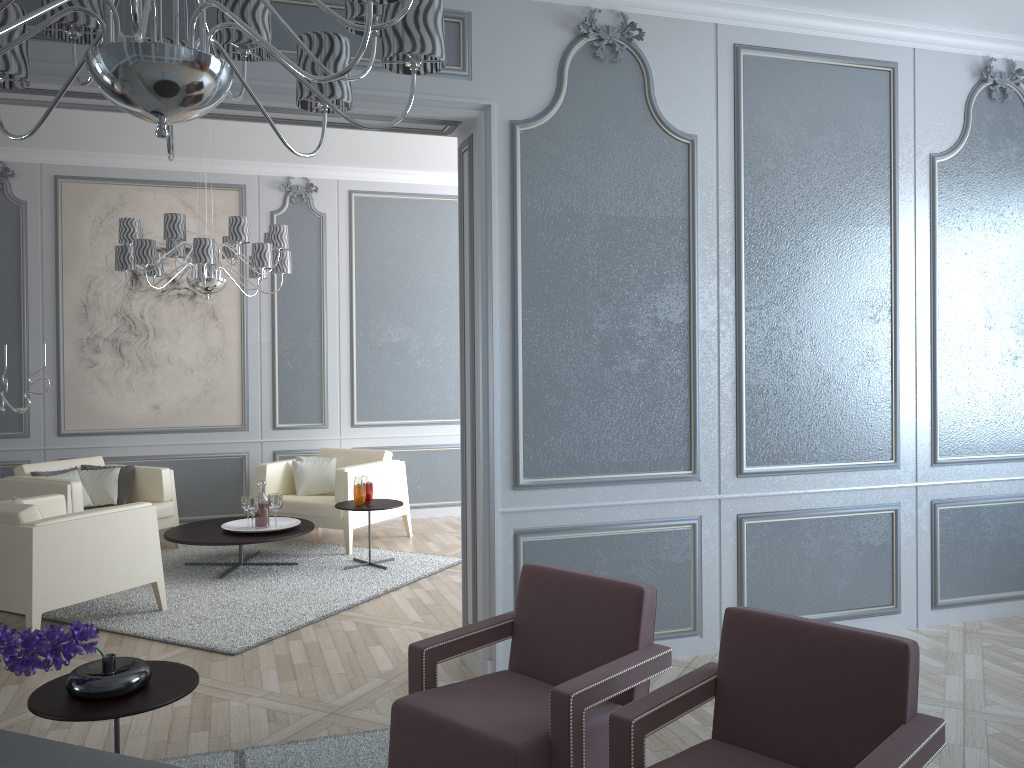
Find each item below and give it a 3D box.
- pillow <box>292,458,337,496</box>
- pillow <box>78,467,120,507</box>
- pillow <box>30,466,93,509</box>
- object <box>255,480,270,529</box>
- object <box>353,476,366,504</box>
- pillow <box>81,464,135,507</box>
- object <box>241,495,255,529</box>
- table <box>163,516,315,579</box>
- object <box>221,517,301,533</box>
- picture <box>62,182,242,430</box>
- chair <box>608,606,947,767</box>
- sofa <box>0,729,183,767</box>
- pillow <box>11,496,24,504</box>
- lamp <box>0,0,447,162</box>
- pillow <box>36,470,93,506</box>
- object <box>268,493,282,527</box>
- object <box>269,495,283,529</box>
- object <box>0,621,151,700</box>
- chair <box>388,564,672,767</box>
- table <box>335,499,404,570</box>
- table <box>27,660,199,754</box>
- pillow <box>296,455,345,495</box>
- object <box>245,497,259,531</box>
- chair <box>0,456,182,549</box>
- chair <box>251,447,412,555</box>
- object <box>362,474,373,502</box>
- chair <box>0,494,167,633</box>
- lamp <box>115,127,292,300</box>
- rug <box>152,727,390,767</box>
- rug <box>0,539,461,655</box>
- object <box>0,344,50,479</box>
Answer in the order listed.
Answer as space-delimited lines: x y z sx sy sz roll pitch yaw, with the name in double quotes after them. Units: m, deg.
-1.377 0.655 6.234 0.312 0.245 0.163 -1 1 -24 "pillow"
-2.734 0.678 5.800 0.312 0.245 0.163 -1 1 -14 "pillow"
-2.883 0.683 5.674 0.184 0.276 0.351 0 1 28 "pillow"
-1.527 0.732 5.419 0.086 0.290 0.086 0 1 3 "object"
-0.927 0.647 5.393 0.075 0.165 0.075 -1 1 -29 "object"
-2.703 0.676 5.883 0.351 0.276 0.184 -1 1 -2 "pillow"
-1.613 0.780 5.418 0.080 0.196 0.080 -1 1 -35 "object"
-1.658 1.001 5.426 0.882 0.239 0.882 -1 1 -20 "table"
-1.528 0.866 5.408 0.468 0.028 0.468 -1 1 -5 "object"
-2.600 -0.558 6.451 1.199 1.751 0.001 -1 1 -18 "picture"
0.538 0.872 1.894 0.576 0.620 0.606 0 1 42 "chair"
-1.478 0.886 1.060 0.810 0.668 2.205 0 1 22 "sofa"
-2.410 0.713 4.351 0.182 0.285 0.360 -1 1 -12 "pillow"
-0.602 -0.974 1.492 0.976 1.119 0.976 -1 1 -30 "lamp"
-2.827 0.684 5.606 0.163 0.245 0.312 0 1 16 "pillow"
-1.462 0.777 5.476 0.080 0.196 0.080 -1 1 -35 "object"
-1.436 0.779 5.397 0.080 0.196 0.080 -1 1 -35 "object"
-1.135 0.692 2.253 0.206 0.221 0.425 0 1 42 "object"
0.038 0.864 2.386 0.576 0.620 0.606 0 1 42 "chair"
-0.867 0.921 5.401 0.414 0.385 0.414 0 1 30 "table"
-1.044 0.991 2.346 0.414 0.385 0.414 -1 1 -30 "table"
-1.361 0.653 6.321 0.351 0.276 0.184 -1 1 -12 "pillow"
-1.561 0.781 5.334 0.080 0.196 0.080 -1 1 -15 "object"
-2.731 0.812 5.729 0.737 0.620 0.855 0 1 27 "chair"
-1.262 0.786 6.204 0.855 0.620 0.737 0 1 27 "chair"
-0.896 0.645 5.474 0.075 0.165 0.075 0 1 31 "object"
-2.277 0.843 4.328 0.855 0.620 0.737 0 1 27 "chair"
-1.824 -1.059 5.269 0.976 1.119 0.976 -1 1 -30 "lamp"
-0.380 1.208 1.320 2.018 0.010 3.204 -1 2 -18 "rug"
-1.621 1.123 5.126 2.000 0.010 2.001 0 2 27 "rug"
-3.308 0.435 5.695 0.446 1.386 0.446 0 1 27 "object"
